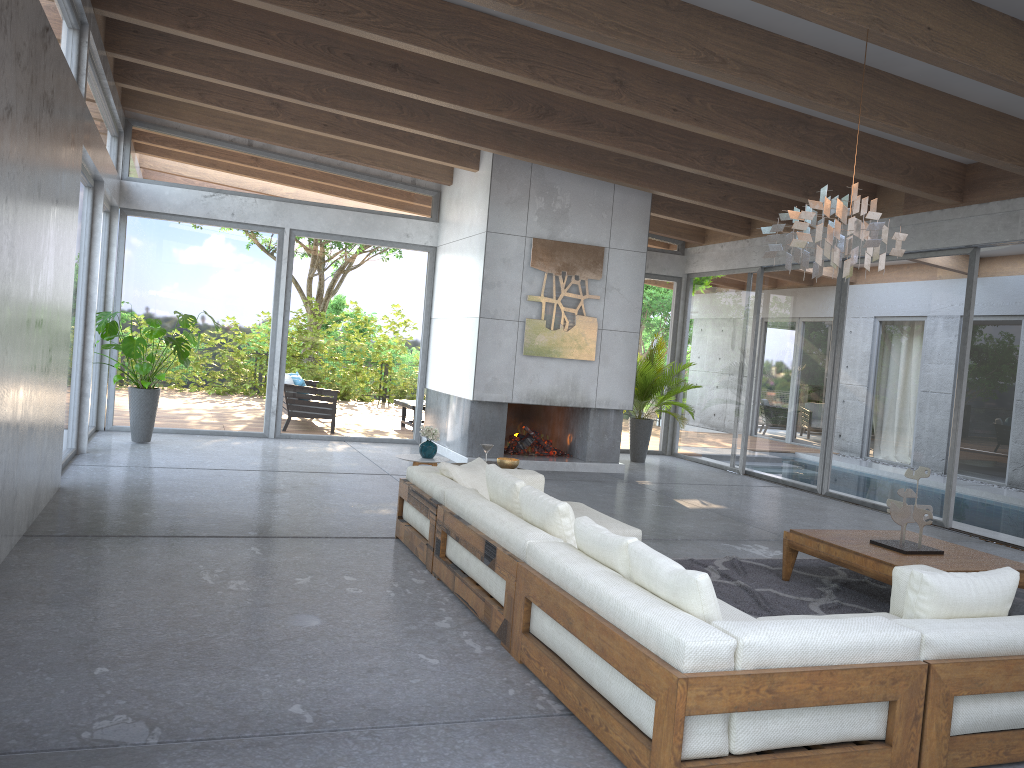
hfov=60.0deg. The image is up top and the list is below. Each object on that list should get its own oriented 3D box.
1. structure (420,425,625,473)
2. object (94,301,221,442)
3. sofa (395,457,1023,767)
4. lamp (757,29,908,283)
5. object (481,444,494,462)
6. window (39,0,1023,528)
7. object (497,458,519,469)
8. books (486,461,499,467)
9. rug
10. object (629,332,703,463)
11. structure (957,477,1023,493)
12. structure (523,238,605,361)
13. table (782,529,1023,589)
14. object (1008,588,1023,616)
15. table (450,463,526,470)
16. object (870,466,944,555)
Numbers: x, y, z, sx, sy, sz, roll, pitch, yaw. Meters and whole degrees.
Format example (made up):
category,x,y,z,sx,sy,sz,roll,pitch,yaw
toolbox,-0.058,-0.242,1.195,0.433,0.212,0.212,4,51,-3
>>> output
category,x,y,z,sx,sy,sz,roll,pitch,yaw
structure,0.073,0.664,11.445,2.012,0.595,2.203,4,2,-20
object,-4.159,-0.137,9.954,1.416,1.540,1.731,5,2,-1
sofa,0.770,0.947,4.771,1.965,0.777,3.733,4,2,-20
lamp,1.781,-1.279,4.983,0.862,1.400,0.636,6,2,27
object,-0.194,0.557,6.601,0.099,0.212,0.099,5,2,10
window,2.601,-0.482,5.139,14.294,3.764,23.280,4,2,-20
object,-0.032,0.623,6.783,0.173,0.097,0.173,3,3,-41
books,-0.104,0.636,7.012,0.205,0.012,0.290,4,2,-15
rug,1.898,1.297,5.367,3.186,0.056,2.187,4,2,-20
object,1.807,0.160,12.151,1.484,1.819,1.798,4,2,-13
structure,8.234,1.708,9.595,0.477,0.068,13.673,4,2,-20
structure,0.604,-0.973,10.332,0.919,1.351,0.041,4,2,-20
table,2.456,1.193,5.504,1.048,0.352,1.112,4,2,-20
object,1.955,1.196,3.678,0.857,0.704,0.472,4,2,-24
table,-0.205,0.877,6.808,0.725,0.441,0.725,6,2,31
object,2.460,0.757,5.501,0.346,0.518,0.379,4,2,-20
